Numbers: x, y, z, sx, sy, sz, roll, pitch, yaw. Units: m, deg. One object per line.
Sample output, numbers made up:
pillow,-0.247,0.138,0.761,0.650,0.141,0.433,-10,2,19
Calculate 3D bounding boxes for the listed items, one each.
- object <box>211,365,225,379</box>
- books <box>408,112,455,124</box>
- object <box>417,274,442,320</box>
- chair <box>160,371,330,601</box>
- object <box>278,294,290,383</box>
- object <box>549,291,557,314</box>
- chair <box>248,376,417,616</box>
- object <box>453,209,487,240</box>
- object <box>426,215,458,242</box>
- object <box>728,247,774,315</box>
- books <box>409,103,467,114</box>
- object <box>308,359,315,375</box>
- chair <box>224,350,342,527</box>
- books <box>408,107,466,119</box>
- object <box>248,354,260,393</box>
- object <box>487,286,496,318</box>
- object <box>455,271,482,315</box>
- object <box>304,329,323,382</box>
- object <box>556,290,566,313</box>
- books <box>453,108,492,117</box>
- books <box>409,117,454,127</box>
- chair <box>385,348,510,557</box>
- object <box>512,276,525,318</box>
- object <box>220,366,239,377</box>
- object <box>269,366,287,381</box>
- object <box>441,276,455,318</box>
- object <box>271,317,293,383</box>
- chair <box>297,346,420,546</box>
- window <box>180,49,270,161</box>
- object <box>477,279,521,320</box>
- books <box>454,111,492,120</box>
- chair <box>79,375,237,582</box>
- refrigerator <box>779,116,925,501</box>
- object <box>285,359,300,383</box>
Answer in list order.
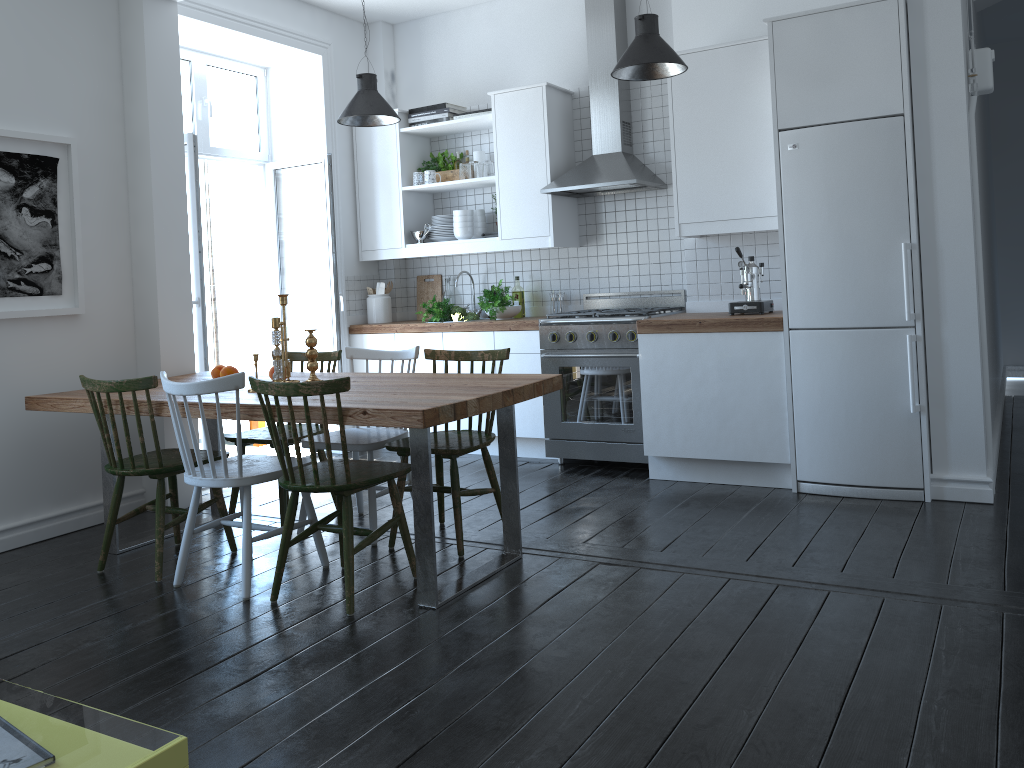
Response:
object,-1.400,-0.048,4.230,0.087,0.090,0.084,-2,3,20
books,-0.523,-1.863,6.224,0.328,0.030,0.261,0,7,28
object,-0.609,-0.637,6.484,0.220,0.330,0.041,-2,0,30
chair,-1.087,0.353,3.489,0.465,0.842,0.512,-2,2,30
object,-0.961,-0.170,3.687,0.113,0.410,0.113,-3,0,-8
object,0.284,-0.543,5.935,0.059,0.172,0.059,-3,1,44
chair,-0.652,0.363,3.280,0.466,0.826,0.488,-2,2,29
object,-0.289,-1.094,6.067,0.149,0.216,0.311,-2,4,28
object,-0.463,-1.093,6.230,0.300,0.194,0.308,0,5,31
object,1.290,-0.565,4.818,0.205,0.369,0.355,-2,3,30
books,-0.523,-1.929,6.231,0.325,0.038,0.261,1,8,32
object,-0.912,-0.075,4.020,0.049,0.139,0.049,-3,1,30
chair,-1.130,0.260,4.393,0.466,0.826,0.488,-2,2,29
books,-0.509,-1.895,6.229,0.351,0.030,0.289,1,7,30
object,-1.090,-0.048,3.756,0.080,0.160,0.080,-3,1,-13
object,-0.130,-0.575,6.167,0.085,0.230,0.085,-3,1,-5
object,-0.278,-0.618,6.158,0.188,0.352,0.275,-3,2,7
object,-0.892,-0.120,3.928,0.101,0.247,0.100,-3,1,-36
object,0.327,-0.540,5.886,0.059,0.172,0.059,-3,1,44
books,-0.187,-1.847,6.046,0.340,0.016,0.276,1,8,31
books,-0.506,-1.827,6.226,0.351,0.044,0.261,1,8,32
chair,-0.279,0.270,3.924,0.466,0.827,0.488,-2,2,29
object,0.042,-0.595,6.019,0.066,0.282,0.066,-3,0,25
object,-1.338,-0.043,4.173,0.091,0.088,0.083,-5,4,-33
object,-1.098,-0.050,4.145,0.089,0.084,0.085,0,4,43
object,-0.462,-0.624,6.364,0.097,0.317,0.098,-3,0,30
object,-1.046,-0.142,3.927,0.141,0.311,0.140,-3,1,-17
chair,-0.696,0.253,4.185,0.465,0.842,0.512,-2,2,30
window,-2.034,-1.846,5.789,0.105,0.656,1.188,-3,4,30
object,-0.091,-0.559,5.832,0.271,0.269,0.340,-2,4,20
books,-0.189,-1.819,6.038,0.349,0.038,0.263,1,7,29
chair,-1.503,0.353,3.749,0.466,0.827,0.488,-2,2,29
refrigerator,1.773,-0.391,4.500,0.575,1.801,0.683,-3,1,30
object,-1.033,-0.060,4.060,0.102,0.114,0.103,-2,3,16
